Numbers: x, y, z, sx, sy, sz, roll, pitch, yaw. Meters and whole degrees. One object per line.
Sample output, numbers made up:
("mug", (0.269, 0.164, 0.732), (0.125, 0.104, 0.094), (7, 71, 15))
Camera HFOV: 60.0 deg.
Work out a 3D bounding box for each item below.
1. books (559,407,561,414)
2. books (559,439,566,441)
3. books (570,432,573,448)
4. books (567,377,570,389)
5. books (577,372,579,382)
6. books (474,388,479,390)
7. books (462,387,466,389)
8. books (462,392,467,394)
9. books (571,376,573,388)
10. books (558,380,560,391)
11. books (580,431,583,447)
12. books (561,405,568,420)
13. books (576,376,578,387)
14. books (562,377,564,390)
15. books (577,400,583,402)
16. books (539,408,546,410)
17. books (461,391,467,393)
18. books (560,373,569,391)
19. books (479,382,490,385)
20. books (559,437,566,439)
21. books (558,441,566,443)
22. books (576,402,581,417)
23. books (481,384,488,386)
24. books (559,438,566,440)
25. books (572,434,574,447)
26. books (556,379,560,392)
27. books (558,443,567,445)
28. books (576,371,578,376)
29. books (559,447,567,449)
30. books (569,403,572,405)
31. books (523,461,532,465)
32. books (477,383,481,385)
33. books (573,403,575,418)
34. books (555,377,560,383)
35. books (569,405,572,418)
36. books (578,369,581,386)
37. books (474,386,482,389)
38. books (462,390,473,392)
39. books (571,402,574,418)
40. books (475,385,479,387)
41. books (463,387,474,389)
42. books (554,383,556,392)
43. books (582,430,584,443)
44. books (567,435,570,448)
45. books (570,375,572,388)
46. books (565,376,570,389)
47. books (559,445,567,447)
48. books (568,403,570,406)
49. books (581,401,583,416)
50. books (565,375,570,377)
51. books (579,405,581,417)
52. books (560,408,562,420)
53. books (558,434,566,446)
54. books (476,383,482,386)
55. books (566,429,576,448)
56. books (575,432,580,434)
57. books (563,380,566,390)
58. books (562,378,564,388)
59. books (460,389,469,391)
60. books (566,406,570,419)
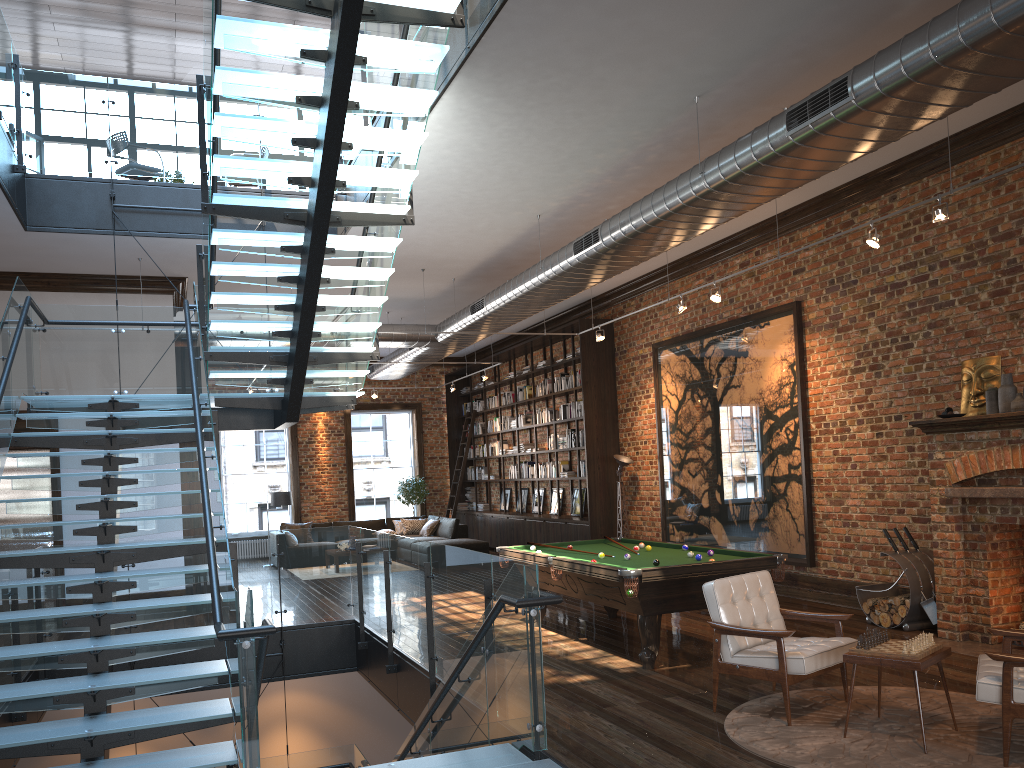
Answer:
("books", (0.926, 0.536, 15.894), (0.160, 0.253, 0.014), (-2, -1, -21))
("books", (0.973, 0.996, 15.841), (0.159, 0.012, 0.352), (-1, -6, -19))
("books", (1.094, 0.978, 15.500), (0.167, 0.281, 0.072), (-2, -1, -21))
("books", (1.058, -0.006, 15.441), (0.169, 0.232, 0.147), (-2, -2, -21))
("books", (1.192, -0.066, 15.112), (0.163, 0.263, 0.030), (-2, -1, -21))
("books", (-0.695, 0.125, 19.977), (0.227, 0.035, 0.305), (-1, -6, -21))
("books", (-1.036, 0.089, 20.865), (0.188, 0.008, 0.346), (-1, -6, -16))
("books", (-1.037, 0.210, 20.860), (0.216, 0.014, 0.337), (-1, -6, -18))
("books", (1.109, -0.024, 15.307), (0.170, 0.225, 0.008), (-2, -1, -21))
("books", (0.901, 0.041, 15.878), (0.168, 0.230, 0.028), (-2, -1, -21))
("books", (1.248, 0.932, 15.088), (0.160, 0.277, 0.031), (-2, -1, -21))
("books", (0.993, 0.495, 15.572), (0.245, 0.265, 0.038), (-2, -1, -21))
("books", (1.157, -0.029, 15.200), (0.169, 0.209, 0.033), (-2, -1, -21))
("books", (0.964, 0.004, 15.696), (0.168, 0.261, 0.016), (-2, -1, -21))
("books", (1.164, 0.418, 15.025), (0.183, 0.294, 0.012), (-2, -1, -21))
("books", (0.590, 0.611, 16.743), (0.152, 0.306, 0.017), (-2, -1, -21))
("books", (-1.041, 0.180, 20.860), (0.213, 0.014, 0.358), (0, -6, -25))
("books", (0.941, -0.025, 15.742), (0.180, 0.331, 0.016), (-2, -1, -21))
("books", (-0.560, -0.007, 19.611), (0.216, 0.018, 0.378), (0, -6, -23))
("books", (0.971, 0.960, 15.842), (0.159, 0.012, 0.352), (-1, -6, -19))
("books", (0.972, 1.032, 15.840), (0.159, 0.012, 0.353), (0, -6, -24))
("books", (1.175, 0.428, 14.976), (0.189, 0.263, 0.030), (-2, -1, -21))
("books", (-0.556, 0.014, 19.612), (0.205, 0.024, 0.249), (-1, -6, -17))
("books", (0.972, 0.984, 15.841), (0.160, 0.012, 0.314), (-1, -6, -19))
("books", (1.124, 0.991, 15.438), (0.147, 0.242, 0.038), (-2, -1, -21))
("books", (0.882, 0.039, 15.902), (0.184, 0.241, 0.030), (-2, -1, -21))
("books", (0.969, 1.069, 15.840), (0.161, 0.012, 0.317), (0, -6, -25))
("books", (1.159, -0.070, 15.231), (0.131, 0.299, 0.023), (-2, -1, -21))
("books", (0.974, 1.141, 15.841), (0.159, 0.012, 0.354), (-1, -6, -18))
("books", (1.094, 0.471, 15.462), (0.162, 0.283, 0.056), (-2, -1, -21))
("books", (0.320, 1.699, 17.583), (0.182, 0.335, 0.016), (-2, -1, -21))
("books", (-0.680, -0.008, 19.988), (0.164, 0.022, 0.258), (-1, -6, -17))
("books", (1.146, 0.455, 15.271), (0.177, 0.272, 0.042), (-2, -1, -21))
("books", (0.856, 0.024, 16.002), (0.150, 0.294, 0.032), (-2, -1, -21))
("books", (1.086, 0.488, 15.419), (0.189, 0.239, 0.016), (-2, -1, -21))
("books", (1.213, -0.100, 15.032), (0.172, 0.313, 0.012), (-2, -1, -21))
("books", (-0.706, 0.076, 19.975), (0.229, 0.033, 0.274), (-1, -6, -17))
("books", (-1.038, 0.168, 20.861), (0.225, 0.011, 0.271), (-1, -6, -22))
("books", (1.121, 0.450, 15.329), (0.180, 0.294, 0.025), (-2, -1, -21))
("books", (-0.689, 0.031, 19.983), (0.192, 0.010, 0.374), (-1, -6, -19))
("books", (-1.028, 0.101, 20.868), (0.190, 0.017, 0.301), (0, -6, -23))
("books", (0.857, 0.075, 15.952), (0.189, 0.182, 0.025), (-2, -1, -21))
("books", (1.269, 0.922, 15.074), (0.164, 0.292, 0.012), (-2, -1, -21))
("books", (1.066, 1.009, 15.564), (0.179, 0.236, 0.036), (-2, -1, -21))
("books", (1.102, -0.032, 15.348), (0.188, 0.251, 0.018), (-2, -1, -21))
("books", (1.023, -0.006, 15.560), (0.164, 0.257, 0.100), (-2, -2, -21))
("books", (0.972, 1.105, 15.842), (0.161, 0.012, 0.316), (-1, -6, -18))
("books", (1.061, 0.481, 15.561), (0.159, 0.284, 0.014), (-2, -1, -21))
("books", (1.235, 0.415, 14.879), (0.158, 0.263, 0.027), (-2, -1, -21))
("books", (1.017, -0.015, 15.618), (0.153, 0.278, 0.013), (-2, -1, -21))
("books", (1.213, 0.454, 14.898), (0.189, 0.193, 0.028), (-2, -1, -21))
("books", (0.942, 0.517, 15.845), (0.166, 0.282, 0.060), (-2, -1, -21))
("books", (0.907, 1.048, 16.034), (0.137, 0.267, 0.034), (-2, -1, -21))
("books", (-0.673, 0.011, 19.989), (0.163, 0.017, 0.382), (-1, -6, -20))
("books", (1.047, 0.961, 15.584), (0.179, 0.339, 0.013), (-2, -1, -21))
("books", (1.159, 0.962, 15.307), (0.191, 0.270, 0.026), (-2, -1, -21))
("books", (0.988, 0.026, 15.627), (0.190, 0.202, 0.027), (-2, -1, -21))
("books", (0.973, 0.015, 15.677), (0.172, 0.236, 0.025), (-2, -1, -21))
("books", (-1.049, 0.139, 20.858), (0.230, 0.015, 0.314), (0, -6, -25))
("books", (1.047, 0.505, 15.511), (0.187, 0.229, 0.035), (-2, -1, -21))
